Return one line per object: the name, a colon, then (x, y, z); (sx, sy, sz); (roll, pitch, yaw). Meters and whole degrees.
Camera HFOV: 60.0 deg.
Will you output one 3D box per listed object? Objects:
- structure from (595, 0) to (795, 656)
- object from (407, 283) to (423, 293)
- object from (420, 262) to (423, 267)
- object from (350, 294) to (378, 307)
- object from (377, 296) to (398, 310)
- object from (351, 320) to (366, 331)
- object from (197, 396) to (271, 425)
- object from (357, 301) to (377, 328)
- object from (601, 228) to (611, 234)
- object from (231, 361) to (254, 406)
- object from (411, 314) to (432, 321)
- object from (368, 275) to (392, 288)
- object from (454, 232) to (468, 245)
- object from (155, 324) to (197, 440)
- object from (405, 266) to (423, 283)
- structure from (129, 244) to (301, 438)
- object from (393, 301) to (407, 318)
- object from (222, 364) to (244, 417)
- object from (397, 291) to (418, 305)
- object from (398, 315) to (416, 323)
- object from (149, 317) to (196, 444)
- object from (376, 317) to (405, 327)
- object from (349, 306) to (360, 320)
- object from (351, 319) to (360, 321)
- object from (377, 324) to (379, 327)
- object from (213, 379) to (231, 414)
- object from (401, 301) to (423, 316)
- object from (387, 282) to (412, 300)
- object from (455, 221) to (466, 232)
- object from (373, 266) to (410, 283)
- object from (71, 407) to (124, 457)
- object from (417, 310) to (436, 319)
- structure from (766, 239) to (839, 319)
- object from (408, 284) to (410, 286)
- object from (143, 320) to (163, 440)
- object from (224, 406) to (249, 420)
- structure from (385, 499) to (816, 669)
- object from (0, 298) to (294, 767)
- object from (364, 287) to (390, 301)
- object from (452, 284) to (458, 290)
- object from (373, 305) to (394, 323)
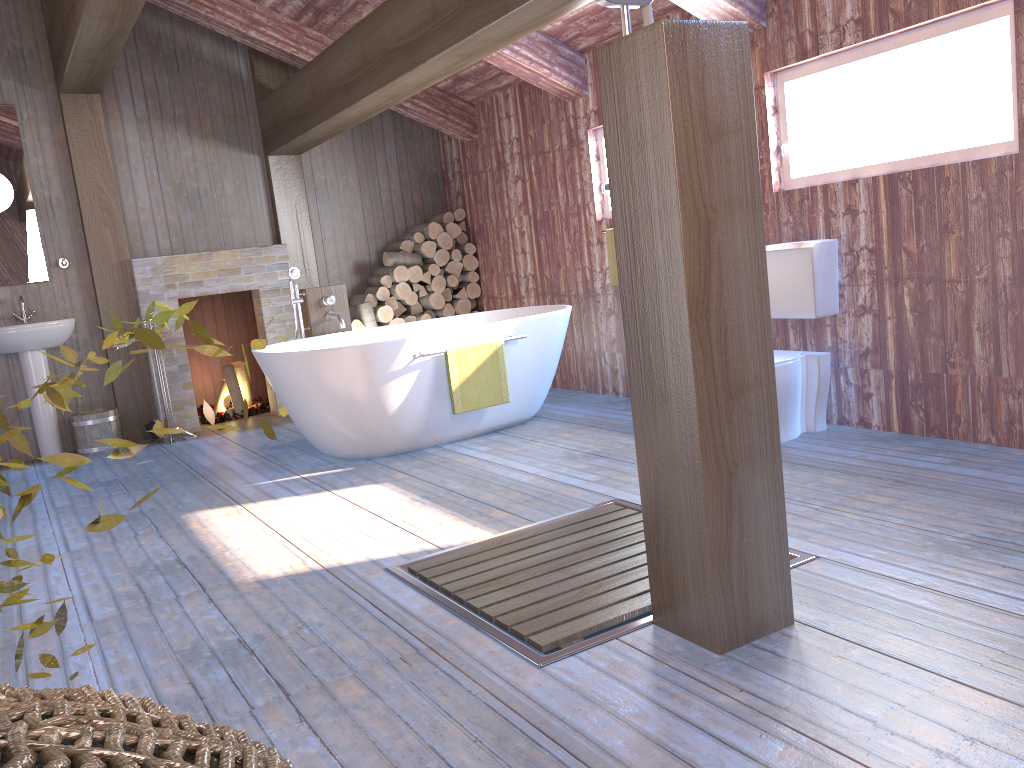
structure: (0.404, -0.458, 2.253); (0.328, 2.209, 0.522); (-8, 8, -9)
object: (-0.829, -0.791, 7.276); (0.088, 0.092, 0.280); (-11, 9, -28)
object: (-0.850, -0.993, 7.364); (0.121, 0.124, 0.291); (-11, 9, -28)
object: (-1.196, -0.664, 7.120); (0.114, 0.113, 0.301); (-12, 10, -31)
object: (-1.036, -0.647, 7.178); (0.111, 0.113, 0.301); (-12, 9, -30)
object: (-1.313, -0.443, 7.031); (0.139, 0.137, 0.455); (-12, 10, -31)
object: (-2.354, 0.210, 7.415); (0.935, 0.085, 0.829); (1, 11, 42)
object: (-1.121, -0.492, 6.930); (0.147, 0.298, 0.109); (-11, 9, -26)
object: (0.723, -0.955, 5.444); (0.091, 0.043, 0.581); (-11, 9, -29)
object: (-2.243, 0.039, 7.361); (0.140, 0.459, 0.266); (-9, 8, -12)
object: (-0.802, -0.530, 7.311); (0.098, 0.100, 0.437); (-12, 10, -31)
object: (-1.060, -0.823, 7.149); (0.106, 0.112, 0.282); (-11, 9, -28)
object: (-0.481, -1.227, 7.493); (0.107, 0.115, 0.269); (-11, 9, -28)
object: (-2.416, -0.035, 6.257); (0.206, 0.871, 0.126); (-5, 8, 13)
object: (-0.881, -0.893, 7.244); (0.138, 0.147, 0.440); (-11, 9, -29)
structure: (-2.187, -0.337, 6.722); (1.130, 1.330, 0.226); (-11, 9, -29)
object: (-0.988, -0.620, 7.309); (0.128, 0.150, 0.323); (-11, 9, -29)
object: (-2.223, 0.058, 7.110); (0.098, 0.434, 0.283); (-12, 10, -31)
object: (-0.880, -0.703, 7.249); (0.115, 0.123, 0.291); (-11, 9, -28)
object: (-0.892, -0.509, 7.265); (0.114, 0.120, 0.303); (-11, 9, -28)
object: (-2.514, -0.028, 6.274); (0.276, 0.888, 0.333); (-5, 8, 12)
object: (-1.020, -0.476, 7.207); (0.139, 0.148, 0.458); (-11, 9, -29)
object: (-1.261, -0.577, 7.167); (0.108, 0.113, 0.302); (-11, 9, -29)
object: (-1.286, -0.489, 7.157); (0.099, 0.093, 0.280); (-11, 9, -28)
object: (-1.189, -0.465, 7.199); (0.121, 0.124, 0.291); (-11, 9, -28)
object: (-2.346, 0.112, 7.234); (0.221, 0.306, 0.121); (-7, 8, -2)
object: (-0.859, -0.631, 7.386); (0.104, 0.127, 0.321); (-11, 9, -29)
object: (-0.972, -0.749, 7.194); (0.141, 0.143, 0.437); (-12, 10, -31)
object: (-0.493, -1.324, 7.497); (0.081, 0.100, 0.281); (-11, 9, -29)
object: (-0.980, -0.886, 7.186); (0.135, 0.145, 0.439); (-11, 9, -29)
object: (-2.882, 0.333, 6.174); (0.309, 0.290, 0.308); (-10, 9, -19)
object: (-0.758, -0.565, 7.451); (0.116, 0.118, 0.289); (-12, 10, -31)
structure: (1.388, -0.506, 4.307); (0.182, 0.363, 0.358); (-11, 9, -28)
object: (-0.887, -0.786, 7.225); (0.057, 0.061, 0.156); (-12, 9, -30)
object: (-2.549, -0.022, 6.194); (0.062, 0.846, 0.136); (0, 11, 41)
object: (-2.214, 0.220, 7.137); (0.085, 0.084, 0.278); (-4, 9, 17)
structure: (0.245, 0.605, 2.869); (1.000, 0.067, 1.000); (-12, 9, -29)
object: (-0.428, 0.477, 0.501); (0.970, 1.073, 0.972); (0, 11, 40)
object: (-1.088, -0.724, 7.123); (0.115, 0.123, 0.291); (-11, 9, -28)
object: (-0.517, -0.825, 7.445); (0.067, 0.069, 0.177); (-11, 9, -29)
object: (-1.100, -0.567, 7.136); (0.138, 0.147, 0.440); (-11, 9, -29)
